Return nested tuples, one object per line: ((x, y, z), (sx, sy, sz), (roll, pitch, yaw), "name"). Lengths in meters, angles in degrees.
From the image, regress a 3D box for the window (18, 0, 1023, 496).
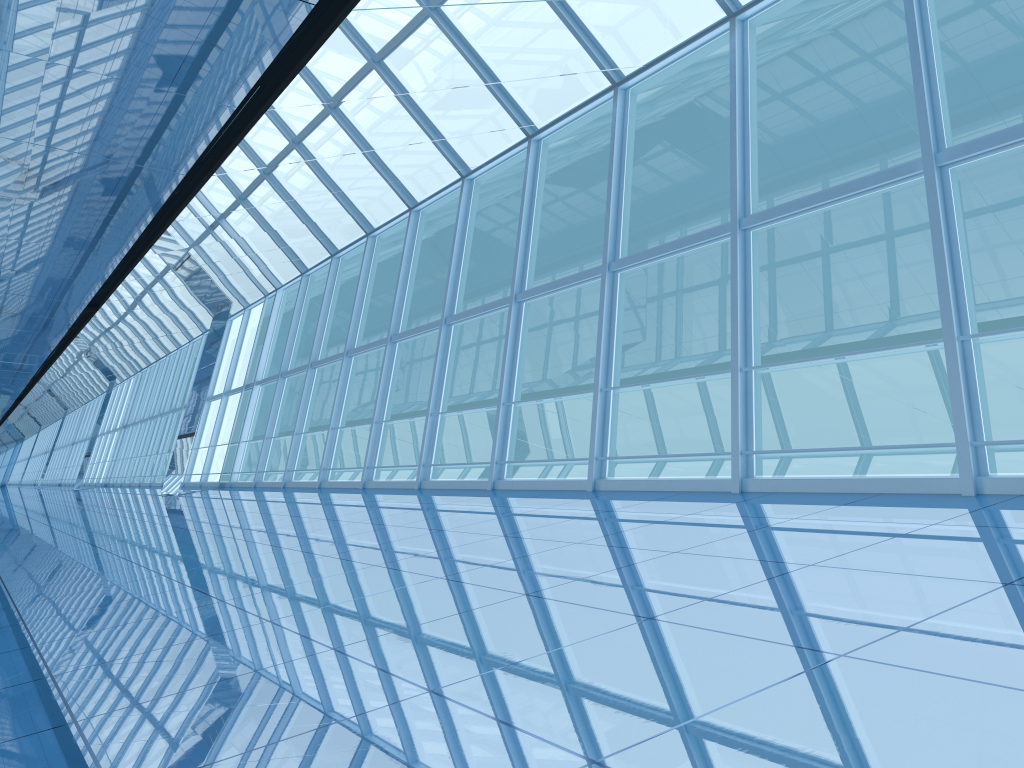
((-24.710, 3.032, 41.056), (9.949, 4.965, 105.023), (-5, -3, -34), "window")
